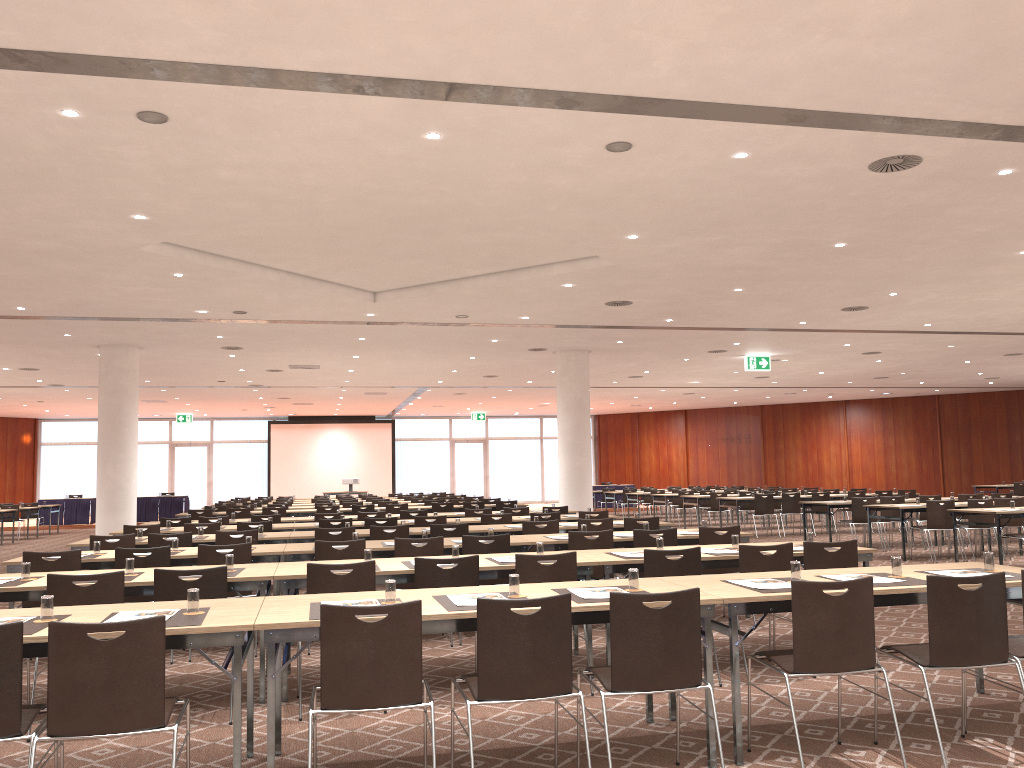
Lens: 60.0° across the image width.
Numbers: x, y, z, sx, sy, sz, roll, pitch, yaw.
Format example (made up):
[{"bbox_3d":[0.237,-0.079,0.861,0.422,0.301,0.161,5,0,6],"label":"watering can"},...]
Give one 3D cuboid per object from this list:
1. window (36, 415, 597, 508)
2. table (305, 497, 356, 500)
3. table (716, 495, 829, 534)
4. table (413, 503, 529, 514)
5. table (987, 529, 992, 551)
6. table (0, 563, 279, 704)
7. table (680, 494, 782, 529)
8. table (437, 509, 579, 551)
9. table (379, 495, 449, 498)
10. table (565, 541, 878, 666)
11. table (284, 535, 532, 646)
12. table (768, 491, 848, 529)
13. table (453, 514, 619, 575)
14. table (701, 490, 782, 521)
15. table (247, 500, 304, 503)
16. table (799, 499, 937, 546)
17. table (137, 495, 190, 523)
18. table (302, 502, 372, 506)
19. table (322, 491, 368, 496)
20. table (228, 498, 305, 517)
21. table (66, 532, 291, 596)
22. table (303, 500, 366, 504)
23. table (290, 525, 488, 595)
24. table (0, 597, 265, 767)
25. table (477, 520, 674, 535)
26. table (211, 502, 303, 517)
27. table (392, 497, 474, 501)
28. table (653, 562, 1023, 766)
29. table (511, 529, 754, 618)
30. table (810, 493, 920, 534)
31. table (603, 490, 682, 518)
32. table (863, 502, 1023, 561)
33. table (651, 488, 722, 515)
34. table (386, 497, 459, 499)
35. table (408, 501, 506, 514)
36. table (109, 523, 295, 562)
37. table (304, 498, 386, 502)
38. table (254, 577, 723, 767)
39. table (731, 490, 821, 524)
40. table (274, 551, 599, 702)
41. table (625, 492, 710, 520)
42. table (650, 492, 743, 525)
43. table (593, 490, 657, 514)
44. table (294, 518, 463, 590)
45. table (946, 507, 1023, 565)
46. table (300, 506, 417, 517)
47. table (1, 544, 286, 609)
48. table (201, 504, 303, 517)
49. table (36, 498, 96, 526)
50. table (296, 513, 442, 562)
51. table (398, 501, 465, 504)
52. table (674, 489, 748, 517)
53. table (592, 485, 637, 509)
[{"bbox_3d":[-7.452,3.318,37.305,22.961,3.868,0.217,0,-5,-13],"label":"window"},{"bbox_3d":[-5.249,3.938,27.469,2.267,0.832,0.954,0,-6,-13],"label":"table"},{"bbox_3d":[5.813,2.931,19.741,2.267,0.832,0.954,0,-6,-13],"label":"table"},{"bbox_3d":[-0.860,2.920,18.247,2.267,0.832,0.954,0,-6,-13],"label":"table"},{"bbox_3d":[9.224,2.373,14.892,2.267,0.832,0.954,0,-6,-13],"label":"table"},{"bbox_3d":[-2.790,1.739,6.081,2.267,0.832,0.954,0,-6,-13],"label":"table"},{"bbox_3d":[5.378,3.135,21.684,2.267,0.832,0.954,0,-6,-13],"label":"table"},{"bbox_3d":[-0.099,2.563,14.846,2.267,0.832,0.954,0,-6,-13],"label":"table"},{"bbox_3d":[-3.034,3.942,27.964,2.267,0.832,0.954,0,-6,-13],"label":"table"},{"bbox_3d":[1.641,1.746,7.072,2.267,0.832,0.954,0,-6,-13],"label":"table"},{"bbox_3d":[-1.009,1.946,8.520,2.267,0.832,0.954,0,-6,-13],"label":"table"},{"bbox_3d":[7.593,3.139,22.180,2.267,0.832,0.954,0,-6,-13],"label":"table"},{"bbox_3d":[0.336,2.359,12.903,2.267,0.832,0.954,0,-6,-13],"label":"table"},{"bbox_3d":[6.723,3.547,26.067,2.267,0.832,0.954,0,-6,-13],"label":"table"},{"bbox_3d":[-7.030,3.731,25.029,2.267,0.832,0.954,0,-6,-13],"label":"table"},{"bbox_3d":[6.574,2.573,16.340,2.267,0.832,0.954,0,-6,-13],"label":"table"},{"bbox_3d":[-11.607,4.137,29.345,1.712,0.831,1.043,0,-6,-13],"label":"table"},{"bbox_3d":[-3.945,3.325,21.638,2.267,0.832,0.954,0,-6,-13],"label":"table"},{"bbox_3d":[-5.773,4.148,30.668,1.539,0.831,0.954,0,-6,-13],"label":"table"},{"bbox_3d":[-7.465,3.935,26.973,2.267,0.832,0.954,0,-6,-13],"label":"table"},{"bbox_3d":[-3.659,2.147,9.968,2.267,0.832,0.954,0,-6,-13],"label":"table"},{"bbox_3d":[-4.380,3.530,23.582,2.267,0.832,0.954,0,-6,-13],"label":"table"},{"bbox_3d":[-1.444,2.151,10.463,2.267,0.832,0.954,0,-6,-13],"label":"table"},{"bbox_3d":[-2.355,1.534,4.137,2.267,0.832,0.954,0,-6,-13],"label":"table"},{"bbox_3d":[0.771,2.154,10.959,2.267,0.832,0.954,0,-6,-13],"label":"table"},{"bbox_3d":[-6.595,3.526,23.086,2.267,0.832,0.954,0,-6,-13],"label":"table"},{"bbox_3d":[-2.164,3.533,24.077,2.267,0.832,0.954,0,-6,-13],"label":"table"},{"bbox_3d":[2.076,1.541,5.129,2.267,0.832,0.954,0,-6,-13],"label":"table"},{"bbox_3d":[1.206,1.950,9.016,2.267,0.832,0.954,0,-6,-13],"label":"table"},{"bbox_3d":[8.028,2.934,20.237,2.267,0.832,0.954,0,-6,-13],"label":"table"},{"bbox_3d":[4.073,3.748,27.514,2.267,0.832,0.954,0,-6,-13],"label":"table"},{"bbox_3d":[7.009,2.369,14.396,2.267,0.832,0.954,0,-6,-13],"label":"table"},{"bbox_3d":[5.854,3.956,29.954,2.267,0.832,0.954,0,-6,-13],"label":"table"},{"bbox_3d":[-2.599,3.738,26.021,2.267,0.832,0.954,0,-6,-13],"label":"table"},{"bbox_3d":[-1.295,3.125,20.191,2.267,0.832,0.954,0,-6,-13],"label":"table"},{"bbox_3d":[-4.094,2.352,11.911,2.267,0.832,0.954,0,-6,-13],"label":"table"},{"bbox_3d":[-4.815,3.734,25.525,2.267,0.832,0.954,0,-6,-13],"label":"table"},{"bbox_3d":[-0.140,1.538,4.633,2.267,0.832,0.954,0,-6,-13],"label":"table"},{"bbox_3d":[7.158,3.343,24.123,2.267,0.832,0.954,0,-6,-13],"label":"table"},{"bbox_3d":[-0.575,1.742,6.576,2.267,0.832,0.954,0,-6,-13],"label":"table"},{"bbox_3d":[4.508,3.544,25.571,2.267,0.832,0.954,0,-6,-13],"label":"table"},{"bbox_3d":[4.943,3.339,23.628,2.267,0.832,0.954,0,-6,-13],"label":"table"},{"bbox_3d":[3.638,3.952,29.458,2.267,0.832,0.954,0,-6,-13],"label":"table"},{"bbox_3d":[-1.879,2.355,12.407,2.267,0.832,0.954,0,-6,-13],"label":"table"},{"bbox_3d":[7.444,2.165,12.453,2.267,0.832,0.954,0,-6,-13],"label":"table"},{"bbox_3d":[-3.075,2.917,17.751,2.267,0.832,0.954,0,-6,-13],"label":"table"},{"bbox_3d":[-3.225,1.943,8.024,2.267,0.832,0.954,0,-6,-13],"label":"table"},{"bbox_3d":[-6.160,3.322,21.142,2.267,0.832,0.954,0,-6,-13],"label":"table"},{"bbox_3d":[-14.382,4.133,28.724,1.712,0.831,1.043,0,-6,-13],"label":"table"},{"bbox_3d":[-2.314,2.559,14.350,2.267,0.832,0.954,0,-6,-13],"label":"table"},{"bbox_3d":[-1.730,3.329,22.134,2.267,0.832,0.954,0,-6,-13],"label":"table"},{"bbox_3d":[6.288,3.752,28.010,2.267,0.832,0.954,0,-6,-13],"label":"table"},{"bbox_3d":[3.685,4.161,32.768,1.712,0.831,1.043,0,-6,-13],"label":"table"}]
